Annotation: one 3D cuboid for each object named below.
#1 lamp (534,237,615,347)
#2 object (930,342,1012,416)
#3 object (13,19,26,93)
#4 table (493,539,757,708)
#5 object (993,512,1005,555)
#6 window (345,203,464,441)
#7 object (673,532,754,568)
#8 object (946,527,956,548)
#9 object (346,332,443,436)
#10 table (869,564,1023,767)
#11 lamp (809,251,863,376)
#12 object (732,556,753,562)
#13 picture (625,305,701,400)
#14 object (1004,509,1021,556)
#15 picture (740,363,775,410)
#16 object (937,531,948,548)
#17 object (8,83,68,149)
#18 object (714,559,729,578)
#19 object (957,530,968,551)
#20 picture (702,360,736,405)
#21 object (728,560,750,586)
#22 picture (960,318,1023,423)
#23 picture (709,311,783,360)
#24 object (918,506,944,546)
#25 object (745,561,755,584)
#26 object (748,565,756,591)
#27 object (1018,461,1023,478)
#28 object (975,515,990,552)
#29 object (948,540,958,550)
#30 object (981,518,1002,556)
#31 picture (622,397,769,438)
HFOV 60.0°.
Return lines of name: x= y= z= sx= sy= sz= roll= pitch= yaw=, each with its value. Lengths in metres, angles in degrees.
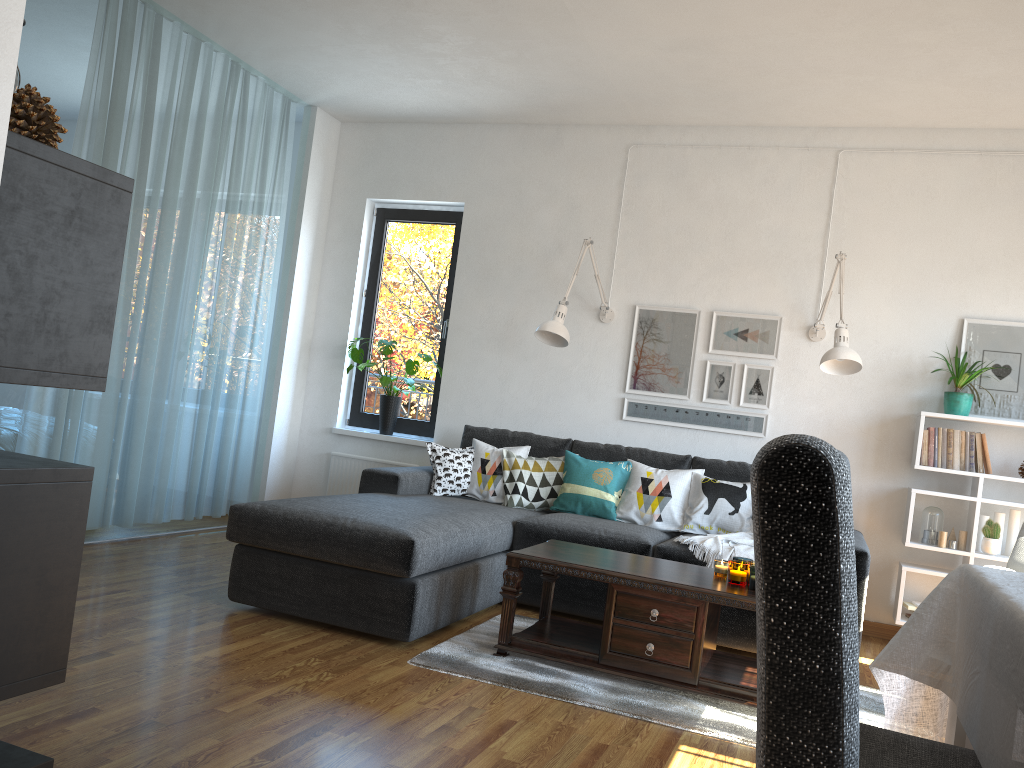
lamp: x=0.381 y=-0.524 z=5.145 sx=0.200 sy=0.669 sz=0.699 roll=7 pitch=-2 yaw=29
object: x=2.351 y=-0.013 z=4.603 sx=0.424 sy=0.372 sz=0.387 roll=7 pitch=-1 yaw=7
object: x=-0.726 y=-0.503 z=1.194 sx=0.154 sy=0.383 sz=0.164 roll=7 pitch=-1 yaw=37
table: x=0.591 y=0.928 z=3.448 sx=1.179 sy=0.409 sz=0.570 roll=7 pitch=-2 yaw=20
object: x=2.490 y=0.766 z=4.548 sx=0.051 sy=0.213 sz=0.051 roll=7 pitch=-1 yaw=26
window: x=-1.539 y=2.116 z=19.781 sx=13.966 sy=18.365 sz=24.400 roll=7 pitch=-2 yaw=27
object: x=1.013 y=0.811 z=4.230 sx=0.488 sy=0.212 sz=0.606 roll=7 pitch=-2 yaw=16
object: x=2.273 y=0.792 z=4.580 sx=0.062 sy=0.108 sz=0.062 roll=7 pitch=-1 yaw=20
object: x=-0.811 y=-0.001 z=5.799 sx=0.657 sy=0.675 sz=0.448 roll=7 pitch=-1 yaw=11
table: x=1.040 y=0.736 z=0.924 sx=1.234 sy=0.762 sz=1.858 roll=7 pitch=-2 yaw=21
lamp: x=1.716 y=-0.366 z=4.650 sx=0.200 sy=0.669 sz=0.698 roll=7 pitch=-1 yaw=11
object: x=0.895 y=0.720 z=3.454 sx=0.079 sy=0.081 sz=0.079 roll=7 pitch=-1 yaw=15
picture: x=0.898 y=-0.191 z=5.275 sx=0.389 sy=0.534 sz=0.013 roll=7 pitch=-1 yaw=20
object: x=2.557 y=0.761 z=4.529 sx=0.051 sy=0.238 sz=0.051 roll=7 pitch=-1 yaw=38
picture: x=1.405 y=0.014 z=5.082 sx=0.166 sy=0.248 sz=0.021 roll=7 pitch=-1 yaw=20
object: x=2.191 y=0.793 z=4.574 sx=0.079 sy=0.084 sz=0.176 roll=8 pitch=-2 yaw=-12
object: x=-0.643 y=-0.353 z=1.186 sx=0.086 sy=0.101 sz=0.078 roll=6 pitch=-2 yaw=34
object: x=0.818 y=0.721 z=3.464 sx=0.060 sy=0.061 sz=0.060 roll=7 pitch=-2 yaw=25
object: x=2.289 y=0.796 z=4.506 sx=0.039 sy=0.099 sz=0.039 roll=7 pitch=-1 yaw=17
picture: x=1.207 y=-0.009 z=5.156 sx=0.166 sy=0.248 sz=0.021 roll=7 pitch=-1 yaw=20
object: x=0.851 y=0.711 z=3.336 sx=0.079 sy=0.081 sz=0.079 roll=7 pitch=-1 yaw=15
picture: x=2.556 y=-0.067 z=4.645 sx=0.389 sy=0.532 sz=0.059 roll=7 pitch=-1 yaw=20
picture: x=1.348 y=-0.282 z=5.122 sx=0.389 sy=0.248 sz=0.021 roll=7 pitch=-1 yaw=20
object: x=2.189 y=0.737 z=4.623 sx=0.108 sy=0.197 sz=0.109 roll=7 pitch=-1 yaw=32
object: x=0.926 y=0.722 z=3.383 sx=0.079 sy=0.081 sz=0.079 roll=7 pitch=-1 yaw=15
object: x=0.908 y=0.716 z=3.259 sx=0.079 sy=0.081 sz=0.079 roll=7 pitch=-1 yaw=15
object: x=2.617 y=0.423 z=4.478 sx=0.095 sy=0.127 sz=0.102 roll=8 pitch=-1 yaw=-24
object: x=2.423 y=0.770 z=4.572 sx=0.051 sy=0.188 sz=0.051 roll=7 pitch=-1 yaw=26
object: x=2.240 y=0.817 z=4.503 sx=0.040 sy=0.044 sz=0.040 roll=9 pitch=-2 yaw=-43
object: x=2.406 y=0.772 z=4.445 sx=0.088 sy=0.173 sz=0.088 roll=7 pitch=-1 yaw=36
picture: x=1.065 y=0.193 z=5.194 sx=0.836 sy=0.136 sz=0.021 roll=7 pitch=-1 yaw=20
